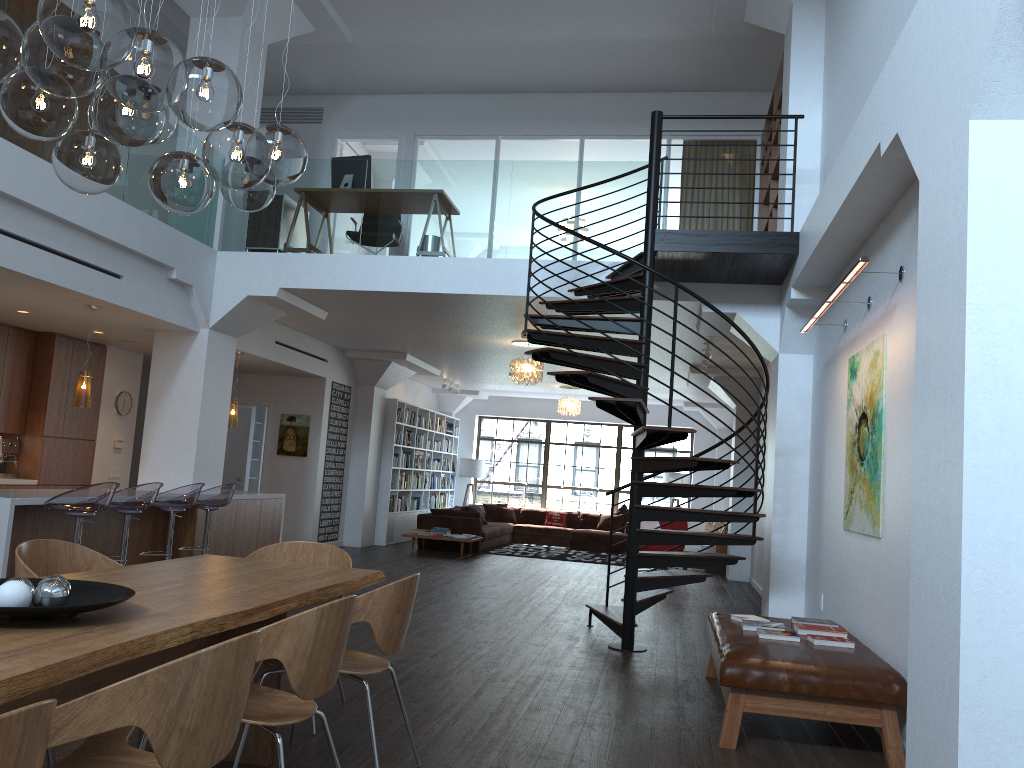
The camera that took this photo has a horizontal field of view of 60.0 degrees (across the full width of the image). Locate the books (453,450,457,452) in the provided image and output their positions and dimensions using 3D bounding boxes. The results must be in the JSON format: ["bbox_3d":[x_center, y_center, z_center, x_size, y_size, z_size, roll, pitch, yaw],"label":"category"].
[{"bbox_3d":[-1.345,1.420,18.834,0.284,0.033,0.197,1,-7,25],"label":"books"}]

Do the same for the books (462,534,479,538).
[{"bbox_3d":[-0.672,2.404,14.050,0.256,0.035,0.350,0,-7,35],"label":"books"}]

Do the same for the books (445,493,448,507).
[{"bbox_3d":[-1.441,2.420,18.469,0.176,0.290,0.053,3,-6,10],"label":"books"}]

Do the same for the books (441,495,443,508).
[{"bbox_3d":[-1.502,2.393,18.085,0.183,0.253,0.037,3,-6,10],"label":"books"}]

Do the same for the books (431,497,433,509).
[{"bbox_3d":[-1.635,2.316,17.285,0.161,0.223,0.026,3,-6,10],"label":"books"}]

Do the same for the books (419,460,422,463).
[{"bbox_3d":[-1.771,1.433,16.479,0.168,0.045,0.231,4,-6,5],"label":"books"}]

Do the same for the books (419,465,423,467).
[{"bbox_3d":[-1.768,1.516,16.459,0.160,0.039,0.251,2,-6,15],"label":"books"}]

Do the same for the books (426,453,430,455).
[{"bbox_3d":[-1.686,1.324,16.836,0.224,0.030,0.161,2,-6,20],"label":"books"}]

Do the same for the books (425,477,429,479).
[{"bbox_3d":[-1.711,1.787,16.890,0.223,0.032,0.161,3,-6,10],"label":"books"}]

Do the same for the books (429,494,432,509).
[{"bbox_3d":[-1.662,2.277,17.221,0.198,0.284,0.066,3,-6,10],"label":"books"}]

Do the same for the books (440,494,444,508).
[{"bbox_3d":[-1.507,2.384,18.146,0.198,0.284,0.066,3,-6,10],"label":"books"}]

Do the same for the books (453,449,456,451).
[{"bbox_3d":[-1.341,1.387,18.832,0.254,0.032,0.174,-2,-8,45],"label":"books"}]

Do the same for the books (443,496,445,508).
[{"bbox_3d":[-1.485,2.410,18.202,0.189,0.247,0.057,3,-6,10],"label":"books"}]

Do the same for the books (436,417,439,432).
[{"bbox_3d":[-1.535,0.799,17.493,0.176,0.290,0.053,3,-6,10],"label":"books"}]

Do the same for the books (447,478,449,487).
[{"bbox_3d":[-1.419,2.072,18.462,0.168,0.228,0.139,3,-6,10],"label":"books"}]

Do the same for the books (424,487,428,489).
[{"bbox_3d":[-1.736,1.977,16.860,0.246,0.038,0.171,3,-6,10],"label":"books"}]

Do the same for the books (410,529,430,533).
[{"bbox_3d":[-1.460,2.359,14.203,0.241,0.045,0.334,3,-6,12],"label":"books"}]

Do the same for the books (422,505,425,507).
[{"bbox_3d":[-1.800,2.304,16.802,0.284,0.033,0.197,5,-6,-5],"label":"books"}]

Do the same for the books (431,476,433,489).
[{"bbox_3d":[-1.630,1.916,17.259,0.182,0.255,0.077,3,-6,10],"label":"books"}]

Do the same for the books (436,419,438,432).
[{"bbox_3d":[-1.548,0.811,17.409,0.171,0.246,0.057,3,-6,10],"label":"books"}]

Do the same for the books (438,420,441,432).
[{"bbox_3d":[-1.509,0.836,17.614,0.171,0.246,0.057,3,-6,10],"label":"books"}]

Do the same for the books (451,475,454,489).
[{"bbox_3d":[-1.327,2.097,18.935,0.176,0.290,0.053,3,-6,10],"label":"books"}]

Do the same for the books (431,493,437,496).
[{"bbox_3d":[-1.590,2.318,17.596,0.176,0.290,0.036,3,-6,10],"label":"books"}]

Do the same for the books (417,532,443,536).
[{"bbox_3d":[-1.277,2.338,13.823,0.236,0.035,0.340,0,-7,35],"label":"books"}]

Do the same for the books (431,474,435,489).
[{"bbox_3d":[-1.608,1.917,17.409,0.197,0.290,0.136,3,-6,10],"label":"books"}]

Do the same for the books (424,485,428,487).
[{"bbox_3d":[-1.735,1.940,16.867,0.251,0.037,0.160,2,-6,15],"label":"books"}]

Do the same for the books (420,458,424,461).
[{"bbox_3d":[-1.761,1.391,16.478,0.183,0.042,0.253,3,-6,10],"label":"books"}]

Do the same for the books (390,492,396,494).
[{"bbox_3d":[-2.068,1.823,14.803,0.223,0.027,0.161,2,-6,20],"label":"books"}]

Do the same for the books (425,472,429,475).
[{"bbox_3d":[-1.696,1.701,16.884,0.185,0.041,0.129,1,-7,25],"label":"books"}]

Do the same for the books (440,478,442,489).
[{"bbox_3d":[-1.511,2.009,17.914,0.161,0.223,0.030,3,-6,10],"label":"books"}]

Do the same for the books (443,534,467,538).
[{"bbox_3d":[-0.884,2.356,13.742,0.231,0.040,0.342,9,-8,-39],"label":"books"}]

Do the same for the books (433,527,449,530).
[{"bbox_3d":[-1.133,2.320,14.213,0.224,0.027,0.157,2,-6,15],"label":"books"}]

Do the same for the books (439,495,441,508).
[{"bbox_3d":[-1.537,2.373,17.908,0.183,0.253,0.036,3,-6,10],"label":"books"}]

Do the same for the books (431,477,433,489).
[{"bbox_3d":[-1.630,1.918,17.218,0.174,0.243,0.085,3,-6,10],"label":"books"}]

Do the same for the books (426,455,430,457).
[{"bbox_3d":[-1.689,1.352,16.825,0.223,0.031,0.161,3,-6,10],"label":"books"}]

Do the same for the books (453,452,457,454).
[{"bbox_3d":[-1.348,1.454,18.830,0.284,0.035,0.197,-1,-8,40],"label":"books"}]

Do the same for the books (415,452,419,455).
[{"bbox_3d":[-1.809,1.257,16.103,0.174,0.045,0.240,3,-6,10],"label":"books"}]

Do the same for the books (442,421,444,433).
[{"bbox_3d":[-1.463,0.861,17.860,0.183,0.253,0.034,3,-6,10],"label":"books"}]

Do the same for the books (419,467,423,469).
[{"bbox_3d":[-1.768,1.555,16.456,0.171,0.039,0.246,3,-6,10],"label":"books"}]

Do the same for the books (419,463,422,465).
[{"bbox_3d":[-1.790,1.475,16.463,0.180,0.042,0.259,3,-6,10],"label":"books"}]

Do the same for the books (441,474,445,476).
[{"bbox_3d":[-1.501,1.833,17.990,0.224,0.030,0.161,2,-6,20],"label":"books"}]

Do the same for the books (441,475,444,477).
[{"bbox_3d":[-1.505,1.861,17.979,0.223,0.031,0.161,3,-6,10],"label":"books"}]

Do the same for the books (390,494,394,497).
[{"bbox_3d":[-2.075,1.861,14.822,0.174,0.045,0.240,4,-6,0],"label":"books"}]

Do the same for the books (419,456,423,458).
[{"bbox_3d":[-1.764,1.356,16.489,0.161,0.033,0.223,3,-6,10],"label":"books"}]

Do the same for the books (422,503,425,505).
[{"bbox_3d":[-1.801,2.272,16.809,0.254,0.032,0.174,2,-6,15],"label":"books"}]

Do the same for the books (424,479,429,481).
[{"bbox_3d":[-1.721,1.820,16.881,0.253,0.040,0.183,3,-6,10],"label":"books"}]

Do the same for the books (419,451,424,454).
[{"bbox_3d":[-1.742,1.270,16.507,0.129,0.043,0.185,1,-7,25],"label":"books"}]

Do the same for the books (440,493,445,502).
[{"bbox_3d":[-1.457,2.392,18.252,0.140,0.298,0.044,3,-6,10],"label":"books"}]

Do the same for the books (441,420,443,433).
[{"bbox_3d":[-1.487,0.846,17.727,0.183,0.253,0.034,3,-6,10],"label":"books"}]

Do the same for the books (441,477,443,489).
[{"bbox_3d":[-1.502,1.999,17.955,0.174,0.251,0.051,3,-6,10],"label":"books"}]

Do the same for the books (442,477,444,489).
[{"bbox_3d":[-1.494,2.012,18.059,0.183,0.253,0.039,3,-6,10],"label":"books"}]

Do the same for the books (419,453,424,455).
[{"bbox_3d":[-1.751,1.303,16.508,0.144,0.024,0.208,2,-6,15],"label":"books"}]

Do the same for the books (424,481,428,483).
[{"bbox_3d":[-1.718,1.862,16.884,0.231,0.044,0.168,4,-6,5],"label":"books"}]

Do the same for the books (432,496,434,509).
[{"bbox_3d":[-1.628,2.310,17.369,0.183,0.253,0.034,3,-6,10],"label":"books"}]

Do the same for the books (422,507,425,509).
[{"bbox_3d":[-1.802,2.338,16.799,0.284,0.035,0.197,3,-6,10],"label":"books"}]

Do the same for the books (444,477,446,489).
[{"bbox_3d":[-1.457,2.033,18.244,0.183,0.253,0.042,3,-6,10],"label":"books"}]

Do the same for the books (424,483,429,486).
[{"bbox_3d":[-1.733,1.905,16.896,0.259,0.040,0.180,3,-6,10],"label":"books"}]
